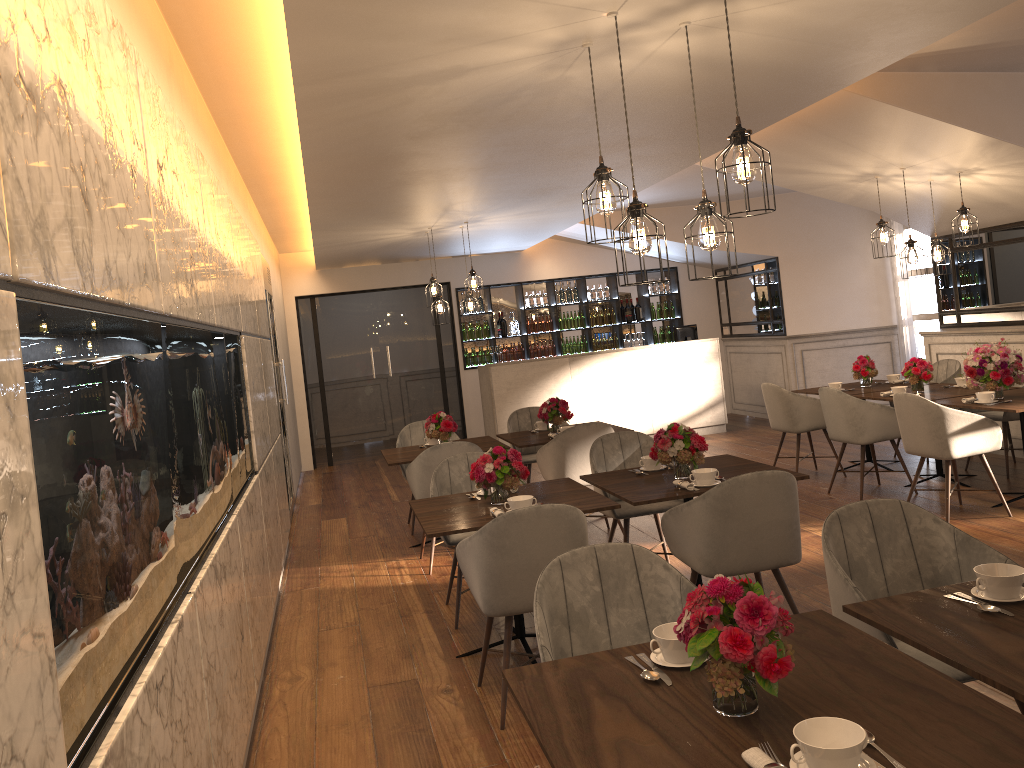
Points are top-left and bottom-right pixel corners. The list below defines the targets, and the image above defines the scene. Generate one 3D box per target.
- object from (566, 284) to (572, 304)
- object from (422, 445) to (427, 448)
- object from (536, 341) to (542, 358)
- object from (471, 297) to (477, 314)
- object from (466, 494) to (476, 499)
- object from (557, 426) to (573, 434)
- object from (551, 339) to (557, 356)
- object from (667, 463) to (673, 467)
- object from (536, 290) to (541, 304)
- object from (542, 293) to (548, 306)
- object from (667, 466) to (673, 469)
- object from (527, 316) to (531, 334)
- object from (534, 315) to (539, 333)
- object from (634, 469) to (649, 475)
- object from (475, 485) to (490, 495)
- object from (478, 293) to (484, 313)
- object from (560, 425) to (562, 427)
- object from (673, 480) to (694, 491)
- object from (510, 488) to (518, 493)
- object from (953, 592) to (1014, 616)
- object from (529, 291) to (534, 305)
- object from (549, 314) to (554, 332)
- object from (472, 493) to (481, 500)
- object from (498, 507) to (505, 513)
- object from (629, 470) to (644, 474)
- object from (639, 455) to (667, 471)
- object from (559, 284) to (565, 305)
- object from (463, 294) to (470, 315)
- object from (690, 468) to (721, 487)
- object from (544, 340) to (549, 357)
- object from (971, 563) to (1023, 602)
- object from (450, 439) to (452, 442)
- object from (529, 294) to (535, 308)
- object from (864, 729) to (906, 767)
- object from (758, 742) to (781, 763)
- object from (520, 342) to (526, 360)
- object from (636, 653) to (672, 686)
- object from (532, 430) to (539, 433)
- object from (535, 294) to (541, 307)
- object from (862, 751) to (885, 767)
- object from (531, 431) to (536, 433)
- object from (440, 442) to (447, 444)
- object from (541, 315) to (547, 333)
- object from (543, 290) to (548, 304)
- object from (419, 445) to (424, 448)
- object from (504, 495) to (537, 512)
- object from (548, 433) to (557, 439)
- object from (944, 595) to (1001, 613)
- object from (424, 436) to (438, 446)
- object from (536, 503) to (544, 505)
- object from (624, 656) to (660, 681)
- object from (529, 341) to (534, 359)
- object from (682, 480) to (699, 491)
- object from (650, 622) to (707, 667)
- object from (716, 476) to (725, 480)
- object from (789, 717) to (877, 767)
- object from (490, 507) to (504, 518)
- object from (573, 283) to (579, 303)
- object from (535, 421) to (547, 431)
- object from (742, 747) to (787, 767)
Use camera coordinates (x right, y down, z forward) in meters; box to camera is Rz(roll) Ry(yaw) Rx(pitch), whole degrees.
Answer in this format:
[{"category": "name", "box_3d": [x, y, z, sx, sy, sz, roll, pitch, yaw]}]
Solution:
[{"category": "object", "box_3d": [0.813, -1.307, 12.688, 0.075, 0.310, 0.075, -6, 0, -1]}, {"category": "object", "box_3d": [-0.699, 0.499, 7.094, 0.022, 0.004, 0.211, -7, 4, -12]}, {"category": "object", "box_3d": [0.380, -0.492, 12.613, 0.066, 0.261, 0.065, -6, 0, -33]}, {"category": "object", "box_3d": [-0.546, -1.141, 12.400, 0.075, 0.310, 0.075, -6, 0, 31]}, {"category": "object", "box_3d": [-0.221, 0.589, 4.649, 0.043, 0.015, 0.197, -7, 4, -15]}, {"category": "object", "box_3d": [0.422, 0.363, 6.738, 0.148, 0.072, 0.149, -5, 3, 31]}, {"category": "object", "box_3d": [0.595, -0.518, 12.658, 0.066, 0.261, 0.065, -6, 0, -33]}, {"category": "object", "box_3d": [0.888, 0.441, 4.905, 0.056, 0.039, 0.175, -7, 3, -12]}, {"category": "object", "box_3d": [0.371, -1.228, 12.594, 0.069, 0.208, 0.040, -6, 0, -12]}, {"category": "object", "box_3d": [0.473, -1.204, 12.615, 0.070, 0.190, 0.041, -6, 0, -12]}, {"category": "object", "box_3d": [0.857, 0.452, 4.889, 0.025, 0.024, 0.192, -7, 3, -12]}, {"category": "object", "box_3d": [0.233, -0.839, 12.589, 0.066, 0.261, 0.065, -6, 0, -33]}, {"category": "object", "box_3d": [0.340, -0.853, 12.612, 0.066, 0.261, 0.065, -6, 0, -33]}, {"category": "object", "box_3d": [0.709, 0.482, 4.840, 0.022, 0.004, 0.211, -7, 4, -12]}, {"category": "object", "box_3d": [-0.118, 0.546, 4.691, 0.148, 0.072, 0.149, -5, 3, 31]}, {"category": "object", "box_3d": [-0.444, -1.153, 12.421, 0.075, 0.310, 0.075, -6, 0, 35]}, {"category": "object", "box_3d": [0.374, 0.349, 7.350, 0.056, 0.039, 0.175, -7, 3, -12]}, {"category": "object", "box_3d": [0.827, 0.486, 4.269, 0.056, 0.039, 0.175, -7, 3, -12]}, {"category": "object", "box_3d": [-0.006, 0.550, 4.715, 0.056, 0.039, 0.175, -7, 3, -12]}, {"category": "object", "box_3d": [1.238, 0.577, 2.321, 0.022, 0.004, 0.211, -7, 4, -12]}, {"category": "object", "box_3d": [0.274, -1.216, 12.574, 0.069, 0.208, 0.040, -6, 0, -12]}, {"category": "object", "box_3d": [0.555, -0.879, 12.657, 0.066, 0.261, 0.065, -6, 0, -33]}, {"category": "object", "box_3d": [-0.185, 0.591, 4.650, 0.022, 0.004, 0.211, -7, 4, -12]}, {"category": "object", "box_3d": [-0.035, 0.597, 4.096, 0.025, 0.024, 0.192, -7, 3, -12]}, {"category": "object", "box_3d": [0.673, 0.480, 4.839, 0.043, 0.015, 0.197, -7, 4, -15]}, {"category": "object", "box_3d": [0.775, 0.437, 4.881, 0.148, 0.072, 0.149, -5, 3, 31]}, {"category": "object", "box_3d": [0.712, -1.294, 12.667, 0.075, 0.310, 0.075, -6, 0, 21]}, {"category": "object", "box_3d": [-0.647, -1.128, 12.378, 0.075, 0.310, 0.075, -6, 0, 13]}, {"category": "object", "box_3d": [0.936, 0.455, 4.293, 0.148, 0.072, 0.149, -5, 3, 31]}, {"category": "object", "box_3d": [0.487, -0.505, 12.635, 0.066, 0.261, 0.065, -6, 0, -33]}, {"category": "object", "box_3d": [1.305, 0.532, 2.363, 0.149, 0.072, 0.148, -8, 3, -34]}, {"category": "object", "box_3d": [-0.519, 0.458, 7.160, 0.056, 0.039, 0.175, -7, 3, -12]}, {"category": "object", "box_3d": [0.278, -1.180, 12.574, 0.070, 0.190, 0.041, -6, 0, -12]}, {"category": "object", "box_3d": [0.673, 0.675, 1.626, 0.043, 0.015, 0.197, -7, 3, -8]}, {"category": "object", "box_3d": [0.495, 0.692, 1.578, 0.025, 0.024, 0.192, -7, 3, -12]}, {"category": "object", "box_3d": [0.150, -0.464, 12.564, 0.066, 0.261, 0.065, -6, 0, -33]}, {"category": "object", "box_3d": [0.344, 0.686, 2.131, 0.022, 0.004, 0.211, -7, 4, -12]}, {"category": "object", "box_3d": [0.195, 0.390, 7.284, 0.022, 0.004, 0.211, -7, 4, -12]}, {"category": "object", "box_3d": [0.375, -1.192, 12.595, 0.070, 0.190, 0.041, -6, 0, -12]}, {"category": "object", "box_3d": [0.645, 0.683, 1.627, 0.022, 0.004, 0.211, -7, 4, -12]}, {"category": "object", "box_3d": [0.166, 0.387, 7.285, 0.043, 0.015, 0.197, -7, 3, -8]}, {"category": "object", "box_3d": [-0.472, 0.473, 6.548, 0.148, 0.072, 0.149, -5, 3, 31]}, {"category": "object", "box_3d": [0.448, -0.866, 12.635, 0.066, 0.261, 0.065, -6, 0, -33]}, {"category": "object", "box_3d": [0.469, -1.240, 12.615, 0.069, 0.208, 0.040, -6, 0, -12]}, {"category": "object", "box_3d": [-0.728, 0.496, 7.095, 0.043, 0.015, 0.197, -7, 3, -8]}, {"category": "object", "box_3d": [0.042, 0.565, 4.103, 0.148, 0.072, 0.149, -5, 3, 31]}, {"category": "object", "box_3d": [0.313, 0.394, 6.714, 0.056, 0.039, 0.175, -7, 3, -12]}, {"category": "object", "box_3d": [1.202, 0.575, 2.321, 0.043, 0.015, 0.197, -7, 4, -15]}, {"category": "object", "box_3d": [-0.632, 0.454, 7.136, 0.148, 0.072, 0.148, -6, 3, 11]}, {"category": "object", "box_3d": [0.151, 0.579, 4.146, 0.043, 0.015, 0.197, -7, 4, -15]}, {"category": "object", "box_3d": [0.308, 0.684, 2.131, 0.043, 0.015, 0.197, -7, 4, -15]}, {"category": "object", "box_3d": [0.272, -0.479, 12.590, 0.066, 0.261, 0.065, -6, 0, -33]}, {"category": "object", "box_3d": [0.859, 0.488, 4.286, 0.025, 0.024, 0.192, -7, 3, -12]}, {"category": "object", "box_3d": [0.411, 0.641, 2.173, 0.149, 0.072, 0.148, -8, 3, -34]}, {"category": "object", "box_3d": [1.045, 0.470, 4.336, 0.043, 0.015, 0.197, -7, 4, -15]}, {"category": "object", "box_3d": [0.571, 0.659, 1.585, 0.149, 0.072, 0.148, -8, 3, -34]}, {"category": "object", "box_3d": [-0.067, 0.595, 4.080, 0.056, 0.039, 0.175, -7, 3, -12]}, {"category": "object", "box_3d": [0.915, -1.319, 12.710, 0.075, 0.310, 0.075, -6, 0, -1]}, {"category": "object", "box_3d": [0.262, 0.345, 7.326, 0.148, 0.072, 0.148, -6, 3, 11]}, {"category": "object", "box_3d": [0.462, 0.690, 1.561, 0.056, 0.039, 0.175, -7, 3, -12]}]
